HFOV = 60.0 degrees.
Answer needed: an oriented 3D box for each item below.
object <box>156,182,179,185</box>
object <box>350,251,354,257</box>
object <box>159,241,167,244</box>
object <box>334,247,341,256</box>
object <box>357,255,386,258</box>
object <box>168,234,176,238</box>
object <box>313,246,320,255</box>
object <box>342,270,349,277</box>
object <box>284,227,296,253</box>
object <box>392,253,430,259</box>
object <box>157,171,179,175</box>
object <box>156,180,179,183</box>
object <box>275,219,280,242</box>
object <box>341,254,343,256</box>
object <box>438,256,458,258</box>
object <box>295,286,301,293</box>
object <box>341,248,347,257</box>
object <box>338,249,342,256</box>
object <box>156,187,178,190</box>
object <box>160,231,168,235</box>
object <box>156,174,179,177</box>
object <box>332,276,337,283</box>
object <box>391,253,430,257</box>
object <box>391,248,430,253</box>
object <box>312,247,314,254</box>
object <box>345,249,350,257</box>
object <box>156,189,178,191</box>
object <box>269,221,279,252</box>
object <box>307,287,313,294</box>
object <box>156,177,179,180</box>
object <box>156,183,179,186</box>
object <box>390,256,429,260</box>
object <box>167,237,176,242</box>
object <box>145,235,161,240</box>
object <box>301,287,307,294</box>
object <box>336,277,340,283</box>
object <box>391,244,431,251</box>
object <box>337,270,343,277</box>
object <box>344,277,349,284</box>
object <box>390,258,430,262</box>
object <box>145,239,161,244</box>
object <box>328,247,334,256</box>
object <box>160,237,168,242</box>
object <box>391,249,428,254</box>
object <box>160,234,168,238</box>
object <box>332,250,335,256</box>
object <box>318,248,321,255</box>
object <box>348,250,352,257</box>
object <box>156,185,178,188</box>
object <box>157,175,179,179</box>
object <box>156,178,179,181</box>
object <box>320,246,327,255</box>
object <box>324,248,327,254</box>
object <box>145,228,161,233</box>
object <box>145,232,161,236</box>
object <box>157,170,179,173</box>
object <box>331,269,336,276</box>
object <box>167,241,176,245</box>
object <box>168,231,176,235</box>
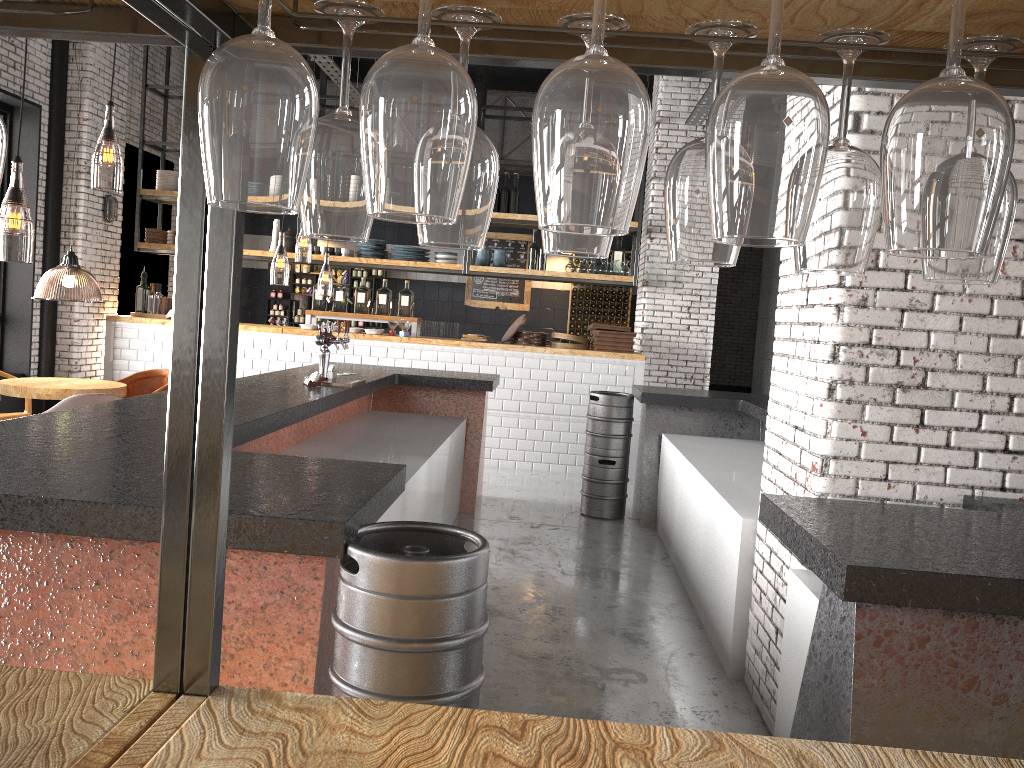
[{"bbox_3d":[-3.949,-2.302,10.280,0.334,0.042,0.335,1,5,-37],"label":"object"},{"bbox_3d":[-1.877,-1.508,10.350,0.072,0.097,0.072,4,4,3],"label":"object"},{"bbox_3d":[-4.093,-1.652,10.455,0.157,0.053,0.168,4,4,3],"label":"object"},{"bbox_3d":[-1.973,-1.488,10.003,0.072,0.097,0.072,5,4,11],"label":"object"},{"bbox_3d":[-1.620,-1.461,10.207,0.334,0.046,0.335,3,4,-12],"label":"object"},{"bbox_3d":[-3.942,-1.713,10.336,0.157,0.053,0.168,5,4,8],"label":"object"},{"bbox_3d":[-2.210,-1.506,10.014,0.072,0.097,0.072,6,4,25],"label":"object"},{"bbox_3d":[-2.474,-1.650,13.233,0.092,0.108,0.105,5,4,14],"label":"object"},{"bbox_3d":[-2.556,-1.652,10.184,0.196,0.305,0.196,7,5,40],"label":"object"},{"bbox_3d":[-1.167,-1.460,10.185,0.454,0.050,0.454,6,5,23],"label":"object"},{"bbox_3d":[-3.940,-2.414,10.276,0.335,0.041,0.335,4,4,-1],"label":"object"},{"bbox_3d":[-3.947,-2.321,10.280,0.335,0.038,0.335,6,5,28],"label":"object"},{"bbox_3d":[-2.744,-1.718,10.327,0.127,0.394,0.126,7,4,42],"label":"object"},{"bbox_3d":[-1.961,-1.505,10.237,0.072,0.097,0.072,5,4,11],"label":"object"},{"bbox_3d":[-0.755,-1.448,10.166,0.263,0.028,0.263,7,5,30],"label":"object"},{"bbox_3d":[-3.210,-1.415,13.280,0.092,0.112,0.100,3,4,-11],"label":"object"},{"bbox_3d":[-1.894,-1.482,10.000,0.072,0.097,0.072,7,4,34],"label":"object"},{"bbox_3d":[-1.967,-1.497,10.120,0.072,0.097,0.072,1,5,-38],"label":"object"},{"bbox_3d":[-3.953,-2.244,10.285,0.335,0.042,0.335,8,6,41],"label":"object"},{"bbox_3d":[-4.084,-1.774,10.448,0.157,0.053,0.168,4,4,3],"label":"object"},{"bbox_3d":[-3.942,-2.395,10.276,0.334,0.040,0.335,4,4,-7],"label":"object"},{"bbox_3d":[-2.674,-1.563,13.247,0.088,0.108,0.107,1,5,-37],"label":"object"},{"bbox_3d":[-1.168,-1.484,10.182,0.453,0.062,0.455,0,6,-43],"label":"object"},{"bbox_3d":[-1.163,-1.530,10.180,0.454,0.048,0.454,7,5,29],"label":"object"},{"bbox_3d":[-2.281,-1.521,10.135,0.072,0.097,0.072,4,4,2],"label":"object"},{"bbox_3d":[-1.888,-1.491,10.116,0.072,0.097,0.072,5,4,7],"label":"object"},{"bbox_3d":[-3.953,-2.224,10.285,0.335,0.033,0.335,8,6,41],"label":"object"},{"bbox_3d":[-2.718,-1.688,10.177,0.132,0.360,0.127,6,4,28],"label":"object"},{"bbox_3d":[-3.013,-1.399,13.272,0.092,0.108,0.105,5,4,14],"label":"object"},{"bbox_3d":[-3.943,-2.356,10.278,0.335,0.038,0.335,6,5,23],"label":"object"},{"bbox_3d":[-3.950,-2.283,10.283,0.334,0.044,0.335,2,5,-31],"label":"object"},{"bbox_3d":[-1.171,-1.436,10.186,0.454,0.042,0.455,2,5,-22],"label":"object"},{"bbox_3d":[-3.944,-1.677,10.338,0.157,0.053,0.168,5,4,8],"label":"object"},{"bbox_3d":[-4.118,-1.679,10.198,0.157,0.053,0.168,4,4,3],"label":"object"},{"bbox_3d":[-3.104,-1.405,13.276,0.088,0.108,0.107,1,5,-37],"label":"object"},{"bbox_3d":[-2.576,-1.558,13.242,0.092,0.112,0.100,3,4,-11],"label":"object"},{"bbox_3d":[-1.159,-1.554,10.179,0.453,0.062,0.454,6,4,18],"label":"object"},{"bbox_3d":[-2.565,-1.656,13.236,0.088,0.108,0.107,1,5,-37],"label":"object"},{"bbox_3d":[-2.481,-1.549,13.239,0.092,0.108,0.105,5,4,14],"label":"object"},{"bbox_3d":[-1.172,-1.412,10.188,0.454,0.033,0.455,3,4,-15],"label":"object"},{"bbox_3d":[-4.121,-1.635,10.201,0.157,0.053,0.168,4,4,3],"label":"object"},{"bbox_3d":[-2.050,-1.494,10.007,0.072,0.097,0.072,6,4,23],"label":"object"},{"bbox_3d":[-4.090,-1.697,10.452,0.157,0.053,0.168,4,4,3],"label":"object"},{"bbox_3d":[-1.163,-1.508,10.181,0.454,0.065,0.453,1,5,-34],"label":"object"},{"bbox_3d":[-4.087,-1.732,10.450,0.157,0.053,0.168,4,4,3],"label":"object"},{"bbox_3d":[-2.044,-1.503,10.124,0.072,0.097,0.072,6,4,30],"label":"object"},{"bbox_3d":[-2.204,-1.515,10.131,0.072,0.097,0.072,3,4,-11],"label":"object"},{"bbox_3d":[-1.882,-1.499,10.233,0.072,0.097,0.072,4,4,2],"label":"object"},{"bbox_3d":[-3.951,-2.263,10.283,0.334,0.039,0.335,3,4,-10],"label":"object"},{"bbox_3d":[-3.942,-2.375,10.277,0.334,0.034,0.335,2,5,-21],"label":"object"},{"bbox_3d":[-3.946,-2.337,10.280,0.335,0.043,0.335,8,6,42],"label":"object"},{"bbox_3d":[-2.131,-1.500,10.011,0.072,0.097,0.072,7,5,42],"label":"object"},{"bbox_3d":[-2.125,-1.509,10.127,0.072,0.097,0.072,4,4,4],"label":"object"},{"bbox_3d":[-4.112,-1.756,10.194,0.157,0.053,0.168,4,4,3],"label":"object"},{"bbox_3d":[-4.115,-1.715,10.196,0.157,0.053,0.168,4,4,3],"label":"object"},{"bbox_3d":[-3.938,-2.433,10.274,0.334,0.039,0.335,4,4,-6],"label":"object"},{"bbox_3d":[-2.670,-1.666,13.240,0.092,0.112,0.100,3,4,-11],"label":"object"},{"bbox_3d":[-3.948,-1.633,10.340,0.157,0.053,0.168,5,4,8],"label":"object"},{"bbox_3d":[-3.939,-1.754,10.334,0.157,0.053,0.168,5,4,8],"label":"object"}]
